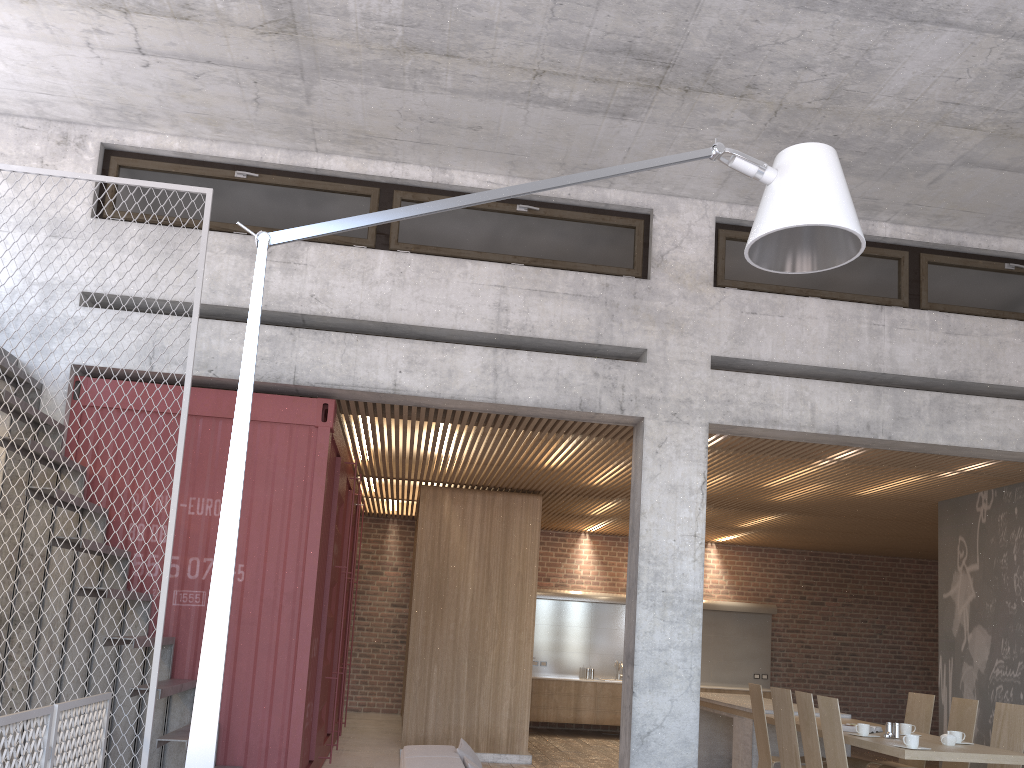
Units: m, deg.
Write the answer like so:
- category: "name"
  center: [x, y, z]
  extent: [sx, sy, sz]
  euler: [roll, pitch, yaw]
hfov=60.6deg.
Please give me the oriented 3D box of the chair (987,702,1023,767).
- category: "chair"
  center: [3.666, 3.126, 6.954]
  extent: [0.724, 1.166, 0.356]
  euler: [6, -9, -11]

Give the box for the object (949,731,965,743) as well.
- category: "object"
  center: [3.419, 2.719, 6.747]
  extent: [0.119, 0.086, 0.094]
  euler: [15, -17, -41]

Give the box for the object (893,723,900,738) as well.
- category: "object"
  center: [2.983, 2.686, 6.801]
  extent: [0.053, 0.109, 0.053]
  euler: [-4, -12, 38]

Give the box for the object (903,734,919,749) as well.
- category: "object"
  center: [2.793, 2.501, 6.130]
  extent: [0.094, 0.086, 0.119]
  euler: [-5, -16, 36]

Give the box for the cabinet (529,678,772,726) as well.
- category: "cabinet"
  center: [2.275, 4.450, 14.152]
  extent: [4.120, 2.026, 1.101]
  euler: [5, -10, -7]

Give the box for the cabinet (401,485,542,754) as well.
- category: "cabinet"
  center: [-0.674, 3.295, 12.295]
  extent: [1.520, 3.045, 3.858]
  euler: [5, -13, -6]

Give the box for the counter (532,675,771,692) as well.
- category: "counter"
  center: [2.279, 4.750, 13.895]
  extent: [4.082, 0.020, 0.672]
  euler: [5, -16, -7]

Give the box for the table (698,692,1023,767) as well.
- category: "table"
  center: [2.819, 3.662, 8.534]
  extent: [1.013, 0.896, 5.336]
  euler: [5, -16, -6]

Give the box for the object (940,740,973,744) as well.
- category: "object"
  center: [3.413, 2.754, 6.734]
  extent: [0.185, 0.013, 0.190]
  euler: [4, -16, -3]

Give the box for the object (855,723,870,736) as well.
- category: "object"
  center: [2.742, 2.703, 6.850]
  extent: [0.094, 0.086, 0.119]
  euler: [-5, -16, 36]

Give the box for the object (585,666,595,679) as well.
- category: "object"
  center: [1.233, 4.557, 13.852]
  extent: [0.144, 0.205, 0.054]
  euler: [5, -8, -7]

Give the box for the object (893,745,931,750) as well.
- category: "object"
  center: [2.799, 2.545, 6.135]
  extent: [0.186, 0.013, 0.189]
  euler: [9, -17, -19]

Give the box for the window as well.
- category: "window"
  center: [1.027, -1.111, 7.186]
  extent: [8.446, 0.596, 0.115]
  euler: [5, -8, -7]

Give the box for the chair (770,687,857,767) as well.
- category: "chair"
  center: [2.562, 3.164, 7.328]
  extent: [0.723, 1.166, 0.356]
  euler: [5, -9, -10]

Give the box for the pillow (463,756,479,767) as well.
- category: "pillow"
  center: [-0.192, 2.242, 4.812]
  extent: [0.187, 0.349, 0.380]
  euler: [5, -12, -7]

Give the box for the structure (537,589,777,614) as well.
- category: "structure"
  center: [2.331, 3.545, 14.287]
  extent: [4.082, 0.153, 0.213]
  euler: [5, -13, -7]

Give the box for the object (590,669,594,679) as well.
- category: "object"
  center: [1.267, 4.579, 13.853]
  extent: [0.060, 0.155, 0.061]
  euler: [2, -9, 9]

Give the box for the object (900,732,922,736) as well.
- category: "object"
  center: [3.232, 2.871, 7.184]
  extent: [0.185, 0.013, 0.191]
  euler: [2, -16, 6]

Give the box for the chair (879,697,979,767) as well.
- category: "chair"
  center: [3.521, 3.256, 7.442]
  extent: [0.723, 1.166, 0.356]
  euler: [5, -9, -7]

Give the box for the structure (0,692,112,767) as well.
- category: "structure"
  center: [-3.080, 1.592, 2.862]
  extent: [1.928, 0.909, 4.555]
  euler: [5, -16, -6]

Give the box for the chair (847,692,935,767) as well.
- category: "chair"
  center: [3.397, 3.388, 7.933]
  extent: [0.724, 1.166, 0.356]
  euler: [6, -9, -13]

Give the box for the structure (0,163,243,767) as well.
- category: "structure"
  center: [-3.082, 0.478, 4.467]
  extent: [3.041, 4.206, 3.779]
  euler: [5, -11, -6]

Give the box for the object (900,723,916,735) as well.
- category: "object"
  center: [3.239, 2.835, 7.197]
  extent: [0.118, 0.086, 0.095]
  euler: [12, -15, -32]

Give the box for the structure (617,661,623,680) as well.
- category: "structure"
  center: [1.760, 4.670, 14.022]
  extent: [0.115, 0.464, 0.254]
  euler: [5, -10, -6]

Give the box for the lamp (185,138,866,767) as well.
- category: "lamp"
  center: [-0.027, 0.639, 3.012]
  extent: [2.644, 3.343, 0.768]
  euler: [7, -9, -19]

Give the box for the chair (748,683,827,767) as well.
- category: "chair"
  center: [2.504, 3.303, 7.827]
  extent: [0.722, 1.166, 0.357]
  euler: [4, -8, -2]

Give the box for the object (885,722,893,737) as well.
- category: "object"
  center: [2.943, 2.697, 6.844]
  extent: [0.053, 0.107, 0.053]
  euler: [-4, -12, 38]

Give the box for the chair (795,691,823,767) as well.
- category: "chair"
  center: [2.610, 3.024, 6.828]
  extent: [0.722, 1.166, 0.357]
  euler: [4, -8, -2]

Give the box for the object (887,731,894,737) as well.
- category: "object"
  center: [2.925, 2.710, 6.780]
  extent: [0.051, 0.044, 0.052]
  euler: [1, -13, 11]

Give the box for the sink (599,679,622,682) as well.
- category: "sink"
  center: [1.748, 4.764, 13.789]
  extent: [0.730, 0.187, 0.538]
  euler: [5, -15, -6]

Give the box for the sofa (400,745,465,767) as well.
- category: "sofa"
  center: [0.976, 2.305, 4.008]
  extent: [3.014, 0.765, 3.083]
  euler: [5, -15, -6]

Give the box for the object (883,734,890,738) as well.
- category: "object"
  center: [2.901, 2.724, 6.787]
  extent: [0.051, 0.019, 0.052]
  euler: [10, -16, -23]

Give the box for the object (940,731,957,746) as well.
- category: "object"
  center: [3.249, 2.639, 6.528]
  extent: [0.123, 0.109, 0.091]
  euler: [7, -12, -15]

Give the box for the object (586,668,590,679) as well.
- category: "object"
  center: [1.197, 4.572, 13.845]
  extent: [0.060, 0.155, 0.061]
  euler: [2, -9, 9]

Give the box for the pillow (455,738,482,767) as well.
- category: "pillow"
  center: [-0.260, 2.312, 5.202]
  extent: [0.188, 0.357, 0.372]
  euler: [4, -12, -1]

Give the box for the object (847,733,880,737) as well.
- category: "object"
  center: [2.747, 2.747, 6.855]
  extent: [0.186, 0.013, 0.189]
  euler: [9, -17, -19]

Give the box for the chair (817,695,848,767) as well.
- category: "chair"
  center: [2.612, 2.880, 6.322]
  extent: [0.722, 1.166, 0.356]
  euler: [4, -9, -3]
